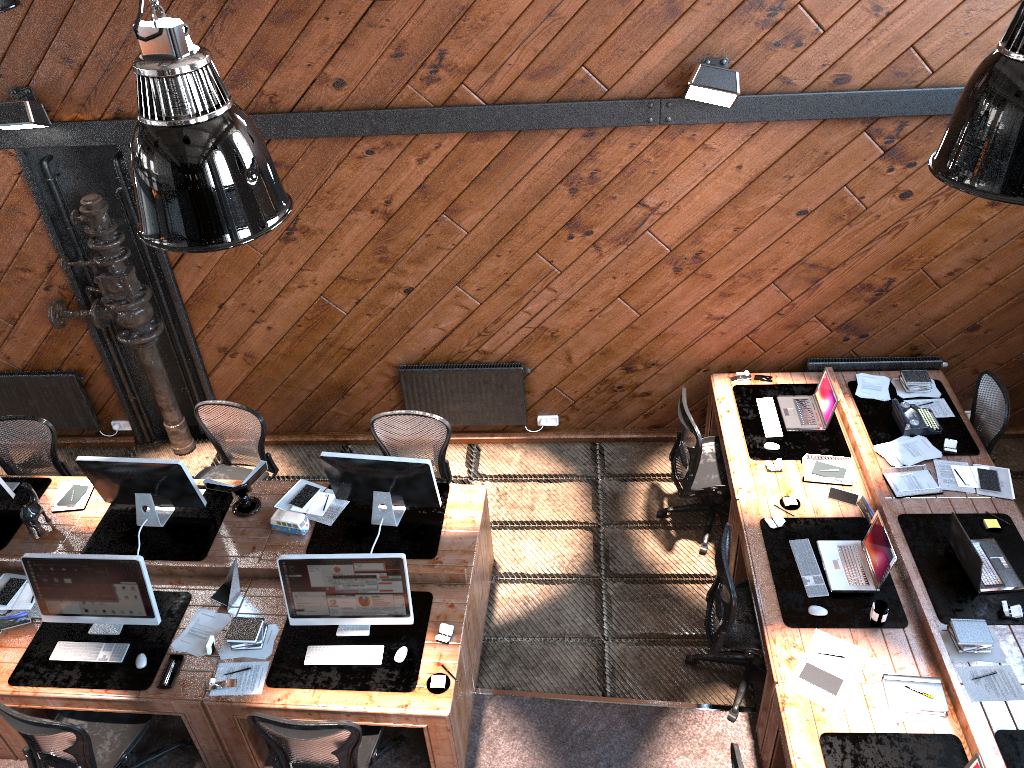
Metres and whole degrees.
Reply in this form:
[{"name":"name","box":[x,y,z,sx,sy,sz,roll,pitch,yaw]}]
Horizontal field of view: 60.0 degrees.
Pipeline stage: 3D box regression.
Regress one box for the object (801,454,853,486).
[{"name":"object","box":[2.108,0.573,5.940,0.316,0.060,0.229,4,38,11]}]

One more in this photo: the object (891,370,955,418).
[{"name":"object","box":[2.997,0.058,6.474,0.319,0.098,0.478,-2,37,3]}]

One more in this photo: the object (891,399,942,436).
[{"name":"object","box":[2.850,0.229,6.244,0.290,0.116,0.322,-2,37,3]}]

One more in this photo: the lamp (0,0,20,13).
[{"name":"lamp","box":[-2.892,-2.907,3.939,0.445,2.372,0.445,25,46,33]}]

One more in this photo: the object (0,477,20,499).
[{"name":"object","box":[-3.772,0.639,6.010,0.648,0.576,0.799,-30,44,-30]}]

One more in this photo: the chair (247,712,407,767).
[{"name":"chair","box":[-1.014,1.928,4.853,0.770,1.085,0.792,-8,37,-4]}]

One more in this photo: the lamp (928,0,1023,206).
[{"name":"lamp","box":[1.339,-1.536,1.762,0.445,2.372,0.445,-29,44,-29]}]

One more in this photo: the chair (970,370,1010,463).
[{"name":"chair","box":[3.128,0.471,6.365,0.792,1.085,0.770,-8,37,-4]}]

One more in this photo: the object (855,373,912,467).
[{"name":"object","box":[2.670,0.236,6.352,0.356,0.002,1.058,-2,37,3]}]

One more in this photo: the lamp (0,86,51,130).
[{"name":"lamp","box":[-3.269,-1.795,5.872,0.328,0.260,0.262,-1,37,4]}]

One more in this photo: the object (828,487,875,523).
[{"name":"object","box":[2.197,0.754,5.672,0.129,0.083,0.347,-27,43,-27]}]

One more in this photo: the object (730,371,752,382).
[{"name":"object","box":[1.758,-0.067,6.806,0.159,0.064,0.054,-5,37,-1]}]

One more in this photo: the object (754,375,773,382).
[{"name":"object","box":[1.921,-0.045,6.779,0.134,0.042,0.022,9,39,16]}]

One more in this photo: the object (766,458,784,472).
[{"name":"object","box":[1.774,0.547,6.002,0.106,0.063,0.082,-3,37,2]}]

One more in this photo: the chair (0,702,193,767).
[{"name":"chair","box":[-2.369,1.944,4.962,0.770,1.085,0.792,-1,37,4]}]

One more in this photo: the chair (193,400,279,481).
[{"name":"chair","box":[-2.058,0.714,6.543,0.770,1.085,0.792,-1,37,4]}]

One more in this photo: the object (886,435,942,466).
[{"name":"object","box":[2.744,0.453,6.052,0.315,0.002,0.246,-13,38,-11]}]

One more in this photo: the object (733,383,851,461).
[{"name":"object","box":[1.998,0.261,6.401,0.687,0.008,0.848,-1,37,4]}]

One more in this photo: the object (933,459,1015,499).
[{"name":"object","box":[3.031,0.614,5.821,0.467,0.017,0.304,7,39,15]}]

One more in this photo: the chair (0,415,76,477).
[{"name":"chair","box":[-3.563,0.810,6.561,0.770,1.085,0.792,-14,38,-12]}]

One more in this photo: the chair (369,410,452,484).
[{"name":"chair","box":[-0.689,0.772,6.336,0.770,1.085,0.792,-8,37,-4]}]

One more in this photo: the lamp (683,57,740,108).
[{"name":"lamp","box":[1.236,-1.852,5.518,0.328,0.287,0.283,-1,37,4]}]

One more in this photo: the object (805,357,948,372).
[{"name":"object","box":[2.819,0.062,6.986,1.064,0.628,0.073,-1,37,4]}]

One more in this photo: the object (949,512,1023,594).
[{"name":"object","box":[2.772,0.969,5.162,0.323,0.283,0.390,-4,37,0]}]

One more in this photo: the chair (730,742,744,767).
[{"name":"chair","box":[1.320,2.183,4.296,0.792,1.085,0.770,-20,40,-20]}]

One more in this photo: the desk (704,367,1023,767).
[{"name":"desk","box":[2.328,1.419,5.402,1.748,0.840,4.117,-1,37,4]}]

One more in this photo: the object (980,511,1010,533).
[{"name":"object","box":[2.977,0.862,5.495,0.154,0.026,0.158,-29,44,-29]}]

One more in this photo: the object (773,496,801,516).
[{"name":"object","box":[1.796,0.770,5.737,0.158,0.026,0.154,29,48,36]}]

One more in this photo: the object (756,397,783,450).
[{"name":"object","box":[1.854,0.278,6.364,0.139,0.040,0.577,1,38,7]}]

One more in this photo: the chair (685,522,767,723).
[{"name":"chair","box":[1.481,1.370,5.346,0.792,1.085,0.770,-8,37,-4]}]

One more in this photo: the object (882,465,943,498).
[{"name":"object","box":[2.628,0.635,5.809,0.316,0.060,0.229,-5,37,-1]}]

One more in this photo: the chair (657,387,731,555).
[{"name":"chair","box":[1.466,0.546,6.426,0.792,1.085,0.770,-14,38,-12]}]

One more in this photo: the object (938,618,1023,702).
[{"name":"object","box":[2.499,1.449,4.721,0.319,0.098,0.478,-2,37,3]}]

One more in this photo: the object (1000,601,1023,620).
[{"name":"object","box":[2.795,1.262,4.957,0.106,0.063,0.082,7,39,14]}]

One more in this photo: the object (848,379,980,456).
[{"name":"object","box":[2.856,0.230,6.359,0.687,0.008,0.848,-1,37,4]}]

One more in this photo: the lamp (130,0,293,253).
[{"name":"lamp","box":[-0.953,-1.441,1.941,0.445,2.372,0.445,14,41,22]}]

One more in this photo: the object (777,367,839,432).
[{"name":"object","box":[2.112,0.106,6.356,0.323,0.283,0.390,-1,37,4]}]

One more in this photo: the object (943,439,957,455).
[{"name":"object","box":[2.982,0.426,6.031,0.082,0.063,0.106,10,40,18]}]

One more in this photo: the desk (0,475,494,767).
[{"name":"desk","box":[-2.278,1.458,5.791,4.117,0.840,1.748,1,38,6]}]
